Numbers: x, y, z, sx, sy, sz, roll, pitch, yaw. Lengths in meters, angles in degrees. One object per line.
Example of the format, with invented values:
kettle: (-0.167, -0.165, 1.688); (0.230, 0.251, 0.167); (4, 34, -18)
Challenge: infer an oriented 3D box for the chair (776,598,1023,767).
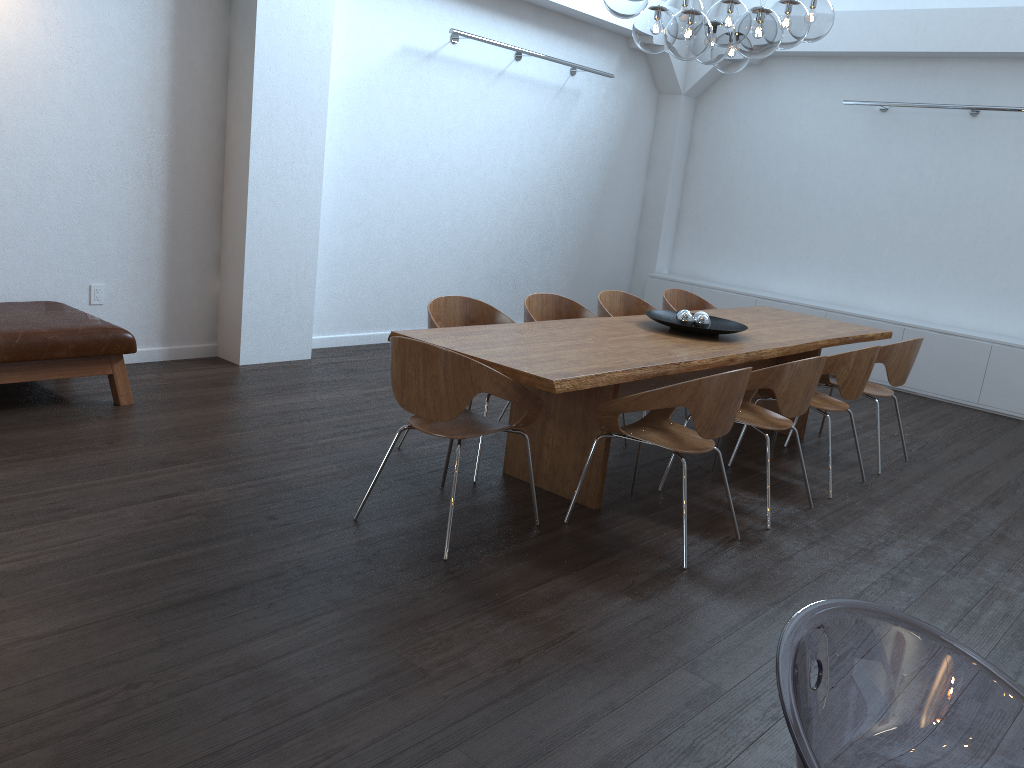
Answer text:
chair: (0.486, 0.831, 1.092); (0.481, 1.014, 0.530); (19, 17, 41)

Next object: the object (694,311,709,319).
object: (1.113, -0.378, 5.227); (0.100, 0.100, 0.100); (6, 13, -5)

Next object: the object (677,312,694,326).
object: (1.001, -0.367, 5.113); (0.100, 0.100, 0.100); (6, 13, -5)

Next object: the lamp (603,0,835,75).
lamp: (1.148, -2.669, 4.358); (0.849, 2.140, 1.787); (17, 17, 38)

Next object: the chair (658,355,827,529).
chair: (1.228, 0.200, 4.555); (0.618, 0.833, 0.629); (18, 17, 39)

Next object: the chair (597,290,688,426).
chair: (0.822, -0.162, 5.880); (0.618, 0.833, 0.629); (18, 17, 39)

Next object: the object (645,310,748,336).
object: (1.064, -0.340, 5.151); (0.592, 0.066, 0.592); (6, 13, -2)

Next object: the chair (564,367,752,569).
chair: (0.702, 0.271, 3.983); (0.618, 0.833, 0.629); (17, 17, 37)

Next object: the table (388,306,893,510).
table: (1.019, 0.054, 5.248); (1.012, 0.750, 3.803); (18, 17, 39)

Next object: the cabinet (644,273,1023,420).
cabinet: (3.694, -0.278, 8.298); (5.580, 0.626, 0.478); (18, 17, 39)

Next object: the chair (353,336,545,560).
chair: (-0.242, 0.200, 3.799); (0.629, 0.833, 0.618); (16, 16, 34)

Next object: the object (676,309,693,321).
object: (1.014, -0.389, 5.212); (0.100, 0.100, 0.100); (6, 13, -5)

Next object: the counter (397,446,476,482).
counter: (0.144, 0.901, 0.970); (3.039, 0.860, 8.182); (9, 13, 10)

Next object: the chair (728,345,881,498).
chair: (1.730, 0.127, 5.125); (0.618, 0.833, 0.629); (18, 17, 39)

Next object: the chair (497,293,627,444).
chair: (0.334, -0.083, 5.297); (0.618, 0.833, 0.629); (18, 17, 40)

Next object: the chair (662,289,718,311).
chair: (1.345, -0.234, 6.455); (0.618, 0.833, 0.629); (18, 17, 39)

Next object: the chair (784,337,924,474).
chair: (2.236, 0.052, 5.699); (0.618, 0.833, 0.629); (18, 17, 39)

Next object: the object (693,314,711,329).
object: (1.099, -0.353, 5.128); (0.100, 0.100, 0.100); (6, 13, -5)

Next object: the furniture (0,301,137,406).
furniture: (-3.024, -0.122, 4.567); (0.907, 0.453, 1.819); (18, 17, 39)

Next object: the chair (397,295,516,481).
chair: (-0.175, -0.012, 4.727); (0.617, 0.830, 0.629); (18, 17, 39)
